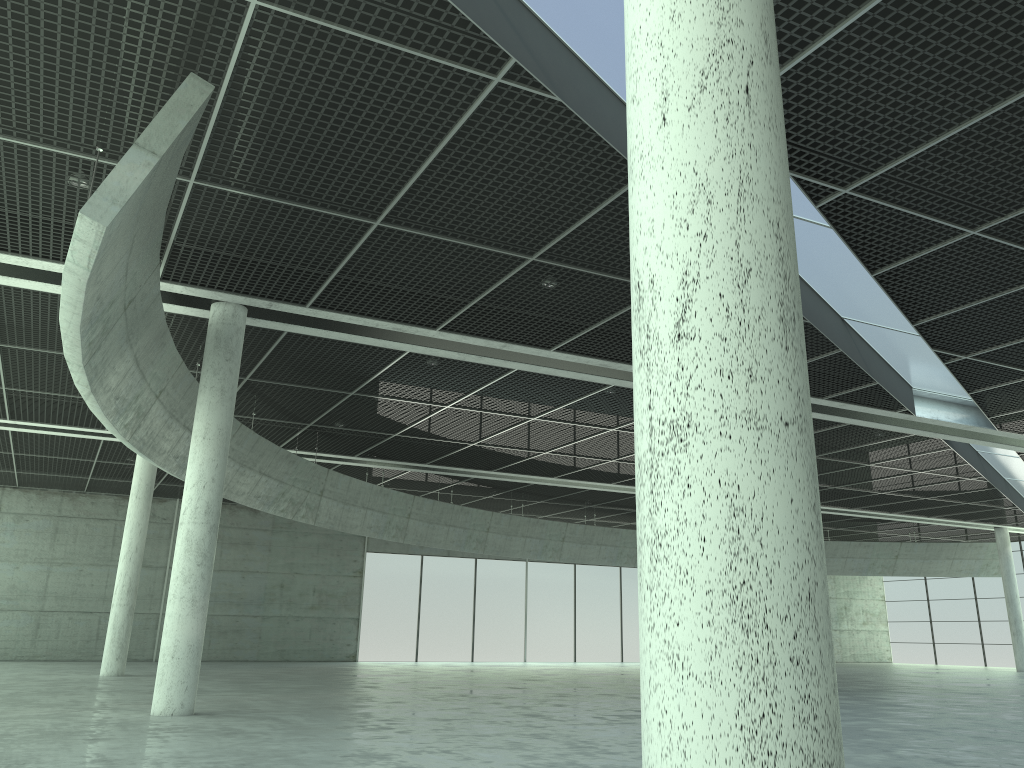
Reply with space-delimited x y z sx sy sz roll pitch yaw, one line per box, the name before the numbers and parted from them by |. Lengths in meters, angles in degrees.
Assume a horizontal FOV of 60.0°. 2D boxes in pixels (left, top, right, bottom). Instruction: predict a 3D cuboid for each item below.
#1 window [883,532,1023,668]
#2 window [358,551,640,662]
window | 24.070 9.093 45.047 100.648 16.081 99.699 10 -20 -26
window | 1.351 24.634 86.608 33.482 10.662 0.159 10 -19 -26
